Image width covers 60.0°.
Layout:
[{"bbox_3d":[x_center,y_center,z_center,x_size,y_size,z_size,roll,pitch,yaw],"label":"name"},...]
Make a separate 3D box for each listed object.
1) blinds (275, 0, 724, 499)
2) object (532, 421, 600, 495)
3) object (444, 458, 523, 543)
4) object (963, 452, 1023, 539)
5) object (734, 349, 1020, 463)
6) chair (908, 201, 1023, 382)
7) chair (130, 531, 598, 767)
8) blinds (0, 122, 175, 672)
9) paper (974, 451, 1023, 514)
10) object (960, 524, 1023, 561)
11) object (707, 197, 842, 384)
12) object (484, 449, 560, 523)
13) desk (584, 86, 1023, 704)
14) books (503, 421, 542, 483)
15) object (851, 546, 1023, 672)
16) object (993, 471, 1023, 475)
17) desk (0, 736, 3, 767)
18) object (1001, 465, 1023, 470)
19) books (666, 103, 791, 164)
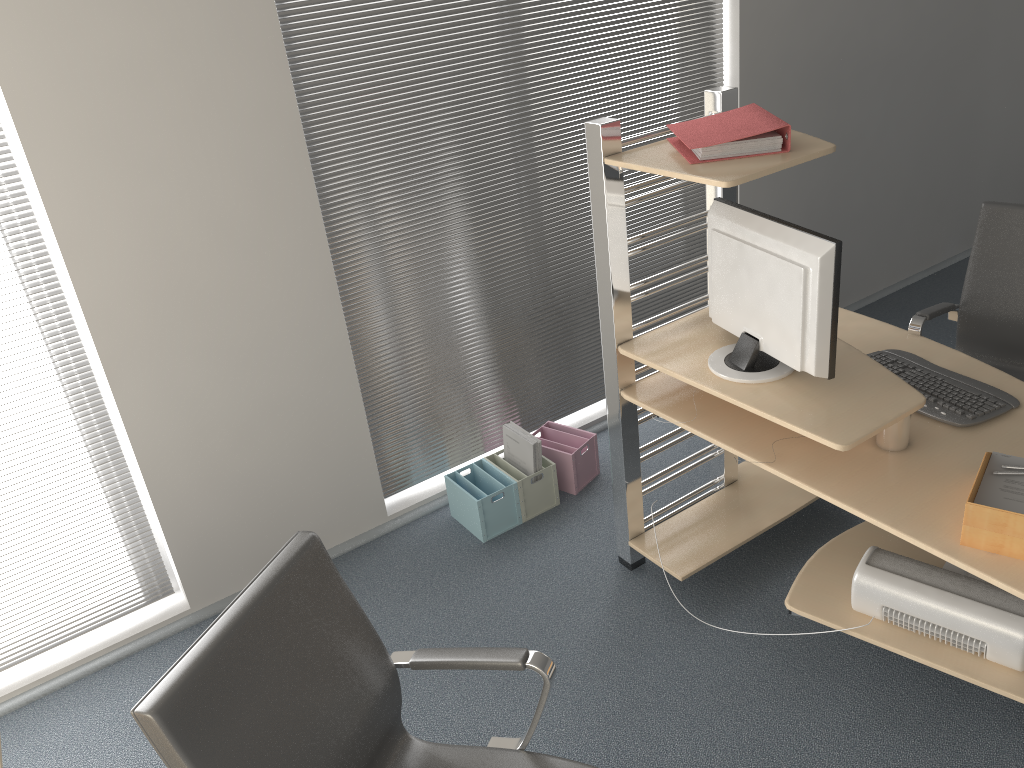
[{"bbox_3d":[0.116,-1.096,3.418,1.950,2.770,0.022,-23,31,-27],"label":"blinds"},{"bbox_3d":[0.209,0.310,3.704,0.245,0.202,0.185,14,34,36],"label":"object"},{"bbox_3d":[-0.112,0.459,3.495,0.185,0.202,0.245,-23,31,-27],"label":"object"},{"bbox_3d":[1.174,0.237,1.998,0.225,0.060,0.309,12,33,33],"label":"object"},{"bbox_3d":[0.978,0.102,2.527,0.814,0.082,0.478,-19,29,-21],"label":"object"},{"bbox_3d":[1.674,0.008,2.968,0.584,1.048,0.652,17,36,39],"label":"chair"},{"bbox_3d":[-0.160,0.889,1.721,0.652,1.048,0.584,4,29,22],"label":"chair"},{"bbox_3d":[-2.178,-0.134,2.130,1.950,2.749,0.037,-23,31,-27],"label":"blinds"},{"bbox_3d":[1.177,0.252,2.006,0.210,0.010,0.297,12,33,33],"label":"paper"},{"bbox_3d":[1.181,0.287,2.024,0.225,0.060,0.309,12,33,33],"label":"object"},{"bbox_3d":[0.660,-0.247,2.453,0.245,0.418,0.516,-12,27,-8],"label":"object"},{"bbox_3d":[0.040,0.396,3.580,0.185,0.202,0.245,-23,31,-27],"label":"object"},{"bbox_3d":[1.096,0.025,2.513,0.967,1.566,1.469,-23,31,-27],"label":"desk"},{"bbox_3d":[0.044,0.329,3.555,0.068,0.306,0.220,-23,31,-27],"label":"books"},{"bbox_3d":[1.199,0.541,2.403,0.438,0.162,0.351,16,35,38],"label":"object"},{"bbox_3d":[1.207,0.208,2.065,0.159,0.009,0.008,-1,28,13],"label":"object"},{"bbox_3d":[-1.193,0.984,1.230,0.967,1.566,1.469,-23,31,-27],"label":"desk"},{"bbox_3d":[1.234,0.200,2.074,0.159,0.009,0.008,3,29,20],"label":"object"},{"bbox_3d":[0.583,-0.690,2.428,0.262,0.072,0.320,-7,27,1],"label":"books"}]
